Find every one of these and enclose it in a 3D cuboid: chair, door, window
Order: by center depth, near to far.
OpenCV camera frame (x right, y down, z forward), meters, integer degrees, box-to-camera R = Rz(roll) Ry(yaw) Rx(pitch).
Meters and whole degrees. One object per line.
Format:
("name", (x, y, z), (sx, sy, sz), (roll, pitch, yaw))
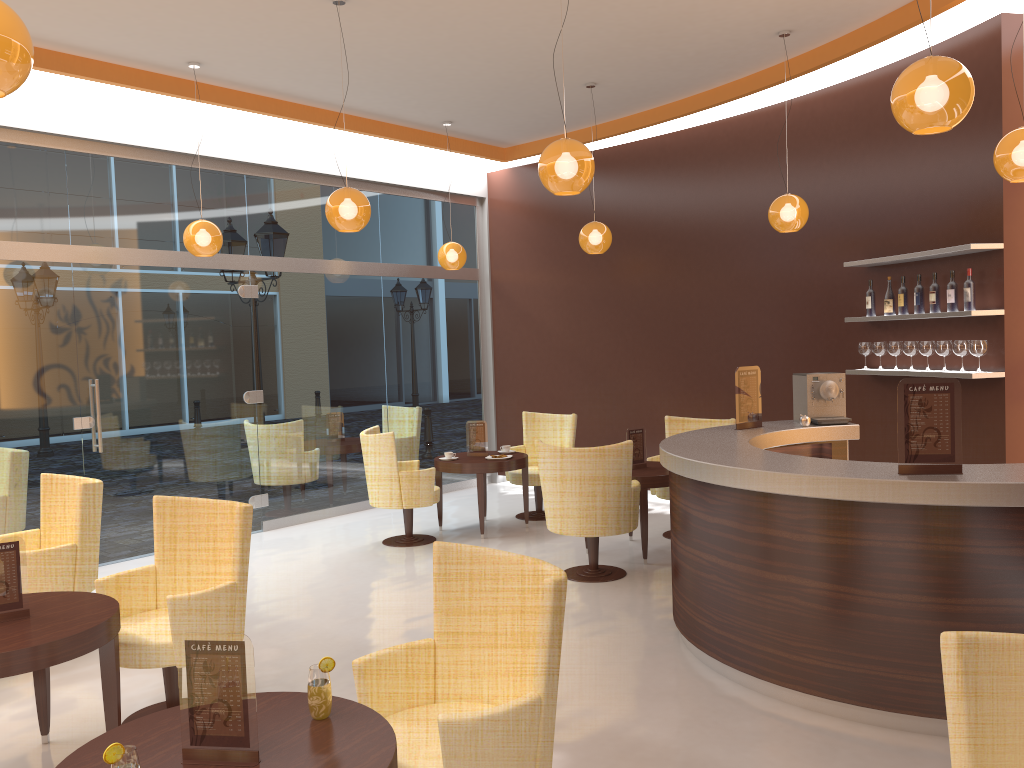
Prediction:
("chair", (1.241, 1.093, 1.791), (0.729, 1.017, 0.685), (0, 3, 38))
("chair", (-0.169, 1.093, 2.894), (0.685, 1.017, 0.729), (-4, 3, -32))
("chair", (-1.594, 1.082, 4.235), (0.729, 1.017, 0.685), (0, 3, 38))
("chair", (-2.775, 1.077, 5.253), (0.729, 1.017, 0.685), (0, 4, 44))
("chair", (0.566, 0.899, 6.484), (0.729, 1.017, 0.685), (-1, 3, 19))
("chair", (1.566, 0.805, 7.729), (0.685, 1.017, 0.729), (-4, 4, -42))
("window", (-2.997, -0.278, 7.820), (0.040, 3.380, 8.200), (0, 4, 41))
("door", (-2.979, 0.221, 7.843), (0.020, 2.499, 1.640), (0, 4, 41))
("chair", (-0.978, 0.891, 7.846), (0.685, 1.017, 0.729), (-3, 3, -17))
("chair", (0.294, 0.801, 8.812), (0.729, 1.017, 0.685), (0, 4, 44))

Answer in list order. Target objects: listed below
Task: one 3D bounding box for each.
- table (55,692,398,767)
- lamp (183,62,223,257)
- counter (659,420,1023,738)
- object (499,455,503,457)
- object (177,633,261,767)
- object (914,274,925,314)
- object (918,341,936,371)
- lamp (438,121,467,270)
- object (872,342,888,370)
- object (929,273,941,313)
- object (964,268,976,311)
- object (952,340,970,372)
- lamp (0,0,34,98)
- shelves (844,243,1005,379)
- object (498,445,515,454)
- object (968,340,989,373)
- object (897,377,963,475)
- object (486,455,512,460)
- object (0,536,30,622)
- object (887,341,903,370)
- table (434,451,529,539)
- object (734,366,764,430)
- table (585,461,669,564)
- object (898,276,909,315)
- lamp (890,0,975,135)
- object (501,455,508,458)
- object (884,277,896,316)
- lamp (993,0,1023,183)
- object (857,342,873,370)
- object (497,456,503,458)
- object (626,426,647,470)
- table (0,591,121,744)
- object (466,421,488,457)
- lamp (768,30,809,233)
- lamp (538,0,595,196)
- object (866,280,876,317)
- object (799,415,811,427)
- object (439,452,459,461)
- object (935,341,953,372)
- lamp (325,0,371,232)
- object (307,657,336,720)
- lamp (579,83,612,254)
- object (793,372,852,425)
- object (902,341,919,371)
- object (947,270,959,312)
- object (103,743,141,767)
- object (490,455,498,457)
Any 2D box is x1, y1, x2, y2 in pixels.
("table", (-0.728, 1.309, 2.319), (0.872, 0.679, 0.874), (-3, 3, -18))
("lamp", (-2.463, -1.761, 6.981), (0.299, 1.500, 0.299), (-1, 3, 15))
("counter", (1.658, 0.890, 4.939), (1.586, 1.100, 2.917), (-2, 3, -4))
("object", (-0.099, 0.657, 8.124), (0.054, 0.018, 0.051), (0, 3, 39))
("object", (-0.017, 0.805, 1.678), (2.090, 0.335, 0.187), (0, 3, 37))
("object", (3.041, -0.668, 6.618), (0.073, 0.297, 0.073), (-4, 3, -39))
("object", (3.076, -0.207, 6.563), (0.125, 0.221, 0.125), (-3, 3, -24))
("lamp", (-0.638, -1.925, 9.098), (0.299, 1.500, 0.299), (-2, 3, 8))
("object", (2.919, -0.223, 7.027), (0.125, 0.221, 0.125), (-3, 3, -24))
("object", (3.083, -0.663, 6.463), (0.073, 0.297, 0.073), (-4, 3, -39))
("object", (3.165, -0.650, 6.133), (0.073, 0.297, 0.073), (-4, 3, -39))
("object", (3.166, -0.195, 6.237), (0.125, 0.221, 0.125), (-3, 3, -24))
("lamp", (-1.562, -1.586, 2.513), (0.299, 1.500, 0.299), (-3, 3, -24))
("shelves", (3.069, -0.438, 4.914), (0.586, 0.902, 4.744), (-2, 3, -2))
("object", (-0.051, 0.624, 8.464), (0.153, 0.069, 0.153), (-3, 3, -27))
("object", (3.195, -0.188, 6.070), (0.125, 0.221, 0.125), (-3, 3, -24))
("object", (1.792, 0.180, 3.806), (0.258, 0.414, 0.052), (-2, 3, 10))
("object", (-0.119, 0.670, 8.076), (0.234, 0.020, 0.234), (-1, 3, 12))
("object", (-2.073, 0.791, 3.576), (0.209, 0.335, 0.042), (-4, 3, -31))
("object", (2.975, -0.218, 6.874), (0.125, 0.221, 0.125), (-3, 3, -24))
("table", (-0.275, 1.016, 8.270), (0.872, 0.679, 0.874), (-2, 3, -3))
("object", (1.578, 0.089, 5.917), (0.258, 0.414, 0.052), (-4, 3, -35))
("table", (1.007, 1.020, 7.177), (0.872, 0.679, 0.874), (-2, 3, -3))
("object", (2.991, -0.674, 6.777), (0.073, 0.297, 0.073), (-2, 3, 10))
("lamp", (1.627, -1.745, 3.455), (0.299, 1.500, 0.299), (-4, 3, -31))
("object", (-0.071, 0.659, 8.087), (0.052, 0.018, 0.055), (-3, 3, -25))
("object", (2.946, -0.684, 6.914), (0.086, 0.303, 0.086), (-1, 3, 20))
("lamp", (2.735, -1.844, 4.740), (0.299, 1.500, 0.299), (-4, 3, -31))
("object", (2.860, -0.227, 7.174), (0.125, 0.221, 0.125), (-3, 3, -24))
("object", (-0.113, 0.664, 8.036), (0.055, 0.014, 0.053), (-1, 3, 24))
("object", (1.003, 0.514, 7.145), (0.209, 0.335, 0.042), (-4, 3, -35))
("table", (-2.047, 1.297, 3.593), (0.872, 0.679, 0.874), (-3, 3, -13))
("object", (-0.326, 0.510, 8.275), (0.209, 0.335, 0.042), (-1, 3, 16))
("lamp", (2.089, -1.914, 6.747), (0.299, 1.500, 0.299), (-1, 3, 19))
("lamp", (0.264, -1.750, 4.630), (0.299, 1.500, 0.299), (-1, 3, 19))
("object", (2.865, -0.683, 7.078), (0.073, 0.297, 0.073), (-4, 3, -39))
("object", (1.957, 0.244, 5.920), (0.075, 0.077, 0.075), (-2, 3, 10))
("object", (-0.579, 0.660, 8.109), (0.153, 0.069, 0.153), (0, 4, 41))
("object", (3.121, -0.201, 6.401), (0.125, 0.221, 0.125), (-3, 3, -24))
("lamp", (-1.100, -1.756, 5.805), (0.299, 1.500, 0.299), (-4, 3, -38))
("object", (-0.548, 0.867, 2.531), (0.067, 0.171, 0.072), (-1, 3, 23))
("lamp", (0.725, -1.920, 7.922), (0.299, 1.500, 0.299), (-1, 3, 19))
("object", (2.135, 0.098, 6.093), (0.270, 0.340, 0.373), (-2, 3, -4))
("object", (3.025, -0.212, 6.718), (0.125, 0.221, 0.125), (-3, 3, -24))
("object", (3.127, -0.656, 6.294), (0.073, 0.297, 0.073), (0, 3, 38))
("object", (-0.888, 0.902, 2.038), (0.067, 0.171, 0.072), (-2, 3, -2))
("object", (-0.166, 0.656, 8.080), (0.055, 0.016, 0.052), (0, 3, 40))
